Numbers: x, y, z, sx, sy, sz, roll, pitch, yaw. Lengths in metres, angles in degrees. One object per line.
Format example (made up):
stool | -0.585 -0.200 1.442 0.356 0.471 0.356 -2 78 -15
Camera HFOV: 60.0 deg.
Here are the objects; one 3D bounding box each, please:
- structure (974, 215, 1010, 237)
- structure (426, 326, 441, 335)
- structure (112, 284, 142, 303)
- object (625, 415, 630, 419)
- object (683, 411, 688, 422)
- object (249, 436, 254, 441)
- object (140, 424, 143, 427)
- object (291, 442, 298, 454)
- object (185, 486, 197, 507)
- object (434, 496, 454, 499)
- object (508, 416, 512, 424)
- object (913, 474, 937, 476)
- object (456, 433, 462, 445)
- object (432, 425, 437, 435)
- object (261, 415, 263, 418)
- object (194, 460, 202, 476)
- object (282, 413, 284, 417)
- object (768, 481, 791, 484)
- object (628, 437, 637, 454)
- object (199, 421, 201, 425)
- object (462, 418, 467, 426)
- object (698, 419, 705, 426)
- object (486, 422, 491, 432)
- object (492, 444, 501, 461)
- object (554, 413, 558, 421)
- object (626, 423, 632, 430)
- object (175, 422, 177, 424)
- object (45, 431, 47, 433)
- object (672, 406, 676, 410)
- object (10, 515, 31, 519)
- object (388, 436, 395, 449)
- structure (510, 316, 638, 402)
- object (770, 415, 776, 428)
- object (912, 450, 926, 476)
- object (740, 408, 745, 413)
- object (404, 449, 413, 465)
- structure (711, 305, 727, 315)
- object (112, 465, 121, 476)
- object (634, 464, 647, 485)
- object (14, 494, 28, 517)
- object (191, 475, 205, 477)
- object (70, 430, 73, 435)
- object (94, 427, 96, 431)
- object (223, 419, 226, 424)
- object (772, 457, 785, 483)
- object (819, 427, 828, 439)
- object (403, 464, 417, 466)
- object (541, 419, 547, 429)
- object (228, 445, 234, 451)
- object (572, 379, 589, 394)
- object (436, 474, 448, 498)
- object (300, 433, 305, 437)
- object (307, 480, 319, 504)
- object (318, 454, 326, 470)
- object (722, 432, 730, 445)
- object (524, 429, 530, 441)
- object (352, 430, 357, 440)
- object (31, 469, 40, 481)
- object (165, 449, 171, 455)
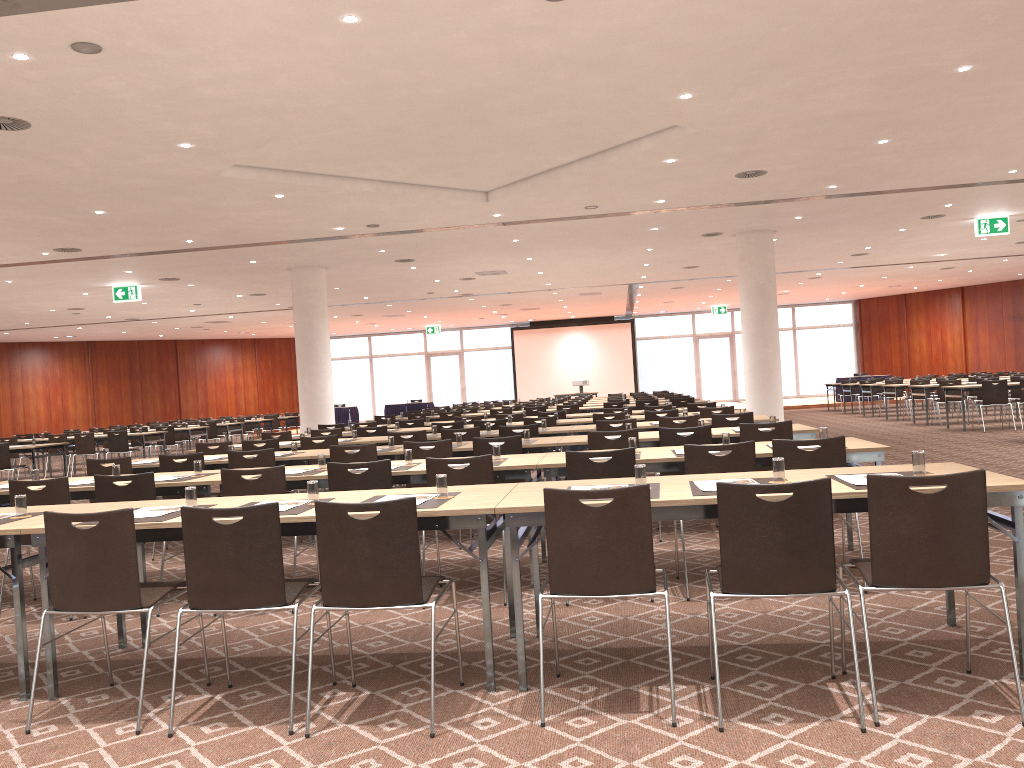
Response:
structure | 9.102 -2.993 16.819 0.587 0.346 0.105 -3 0 7
structure | -3.230 -2.206 36.392 0.587 0.346 0.105 -3 0 7
structure | -8.219 -1.931 18.931 0.587 0.346 0.105 -3 0 7
object | 1.339 0.412 10.237 0.054 0.114 0.054 -4 0 -27
object | 1.985 0.372 10.144 0.054 0.114 0.054 -4 0 -27
object | -3.168 0.688 10.786 0.054 0.114 0.054 -4 0 -4
object | -9.670 1.107 23.155 0.054 0.114 0.054 -4 0 -27
object | -2.120 0.620 8.636 0.054 0.114 0.054 -4 0 -27
object | -1.643 0.584 4.541 0.054 0.114 0.054 -4 0 -27
object | -0.337 0.562 4.390 0.102 0.001 0.102 -3 0 -27
object | -0.029 0.499 12.412 0.054 0.114 0.054 -3 1 41
object | 1.919 0.423 4.120 0.102 0.001 0.102 -3 0 -27
object | -0.504 0.521 8.436 0.054 0.114 0.054 -3 1 41
object | -0.916 0.550 10.508 0.054 0.114 0.054 -4 0 -4
object | -7.591 0.986 26.930 0.054 0.114 0.054 -4 0 -4
object | -2.354 0.631 6.645 0.054 0.114 0.054 -3 1 41
object | -6.948 0.947 26.853 0.054 0.114 0.054 -4 0 -4
object | 1.265 0.463 4.190 0.102 0.001 0.102 -3 0 -27
object | 0.852 0.435 6.264 0.054 0.114 0.054 -3 1 41
object | -8.081 1.009 22.955 0.054 0.114 0.054 -4 0 -4
object | -0.669 0.538 12.495 0.054 0.114 0.054 -3 1 41
object | 1.745 0.383 8.166 0.054 0.114 0.054 -4 0 -27
object | -0.276 0.511 10.423 0.054 0.114 0.054 -4 0 -4
object | -0.110 0.494 6.384 0.054 0.114 0.054 -4 0 -4
object | 0.614 0.460 12.330 0.054 0.114 0.054 -3 1 41
object | 1.088 0.424 8.251 0.054 0.114 0.054 -3 0 18
object | -8.722 1.048 23.039 0.054 0.114 0.054 -4 0 -4
object | -11.213 1.198 21.332 0.054 0.114 0.054 -3 1 41
object | 2.220 0.361 12.130 0.054 0.114 0.054 -4 0 -27
object | -2.579 0.699 4.659 0.102 0.001 0.102 -3 0 -27
object | -1.157 0.561 8.510 0.054 0.114 0.054 -3 1 41
structure | 2.603 -0.976 37.161 5.158 3.526 0.395 -3 0 7
object | 2.383 0.344 8.097 0.054 0.114 0.054 -4 0 -27
object | 1.893 0.367 4.127 0.054 0.114 0.054 -4 0 -27
object | 2.622 0.333 10.077 0.054 0.114 0.054 -4 0 -4
object | -0.754 0.533 6.466 0.054 0.114 0.054 -4 0 -4
structure | 8.182 -2.905 35.000 0.587 0.346 0.105 -3 0 7
object | -3.006 0.671 6.738 0.054 0.114 0.054 -3 0 18
object | 0.620 0.445 4.272 0.054 0.114 0.054 -3 1 41
object | -2.587 0.642 4.673 0.054 0.114 0.054 -4 0 -27
object | -2.352 0.688 6.644 0.102 0.001 0.102 -3 0 -4
object | -10.559 1.158 21.256 0.054 0.114 0.054 -3 1 41
object | -10.965 1.186 23.308 0.054 0.114 0.054 -4 0 -27
object | -7.420 0.969 22.879 0.054 0.114 0.054 -4 0 -4
object | 1.261 0.406 4.192 0.054 0.114 0.054 -3 1 41
object | 2.147 0.355 6.108 0.054 0.114 0.054 -4 0 -4
object | -0.741 0.590 6.456 0.102 0.001 0.102 -3 0 -27
object | 0.373 0.471 10.341 0.054 0.114 0.054 -3 1 41
object | -2.757 0.659 8.717 0.054 0.114 0.054 -4 0 -27
object | 2.410 0.084 30.920 0.576 0.472 0.614 -3 0 7
object | -0.346 0.505 4.382 0.054 0.114 0.054 -4 0 -27
object | -2.530 0.649 10.708 0.054 0.114 0.054 -4 0 -4
object | -1.002 0.545 4.466 0.054 0.114 0.054 -4 0 -27
object | -1.398 0.573 6.526 0.054 0.114 0.054 -4 0 -4
object | 1.495 0.395 6.192 0.054 0.114 0.054 -3 1 41
object | 0.138 0.482 8.353 0.054 0.114 0.054 -3 1 41
object | -1.884 0.609 10.621 0.054 0.114 0.054 -4 0 -27
object | -3.654 0.711 6.802 0.054 0.114 0.054 -4 0 -4
object | -3.411 0.699 8.803 0.054 0.114 0.054 -3 1 41
